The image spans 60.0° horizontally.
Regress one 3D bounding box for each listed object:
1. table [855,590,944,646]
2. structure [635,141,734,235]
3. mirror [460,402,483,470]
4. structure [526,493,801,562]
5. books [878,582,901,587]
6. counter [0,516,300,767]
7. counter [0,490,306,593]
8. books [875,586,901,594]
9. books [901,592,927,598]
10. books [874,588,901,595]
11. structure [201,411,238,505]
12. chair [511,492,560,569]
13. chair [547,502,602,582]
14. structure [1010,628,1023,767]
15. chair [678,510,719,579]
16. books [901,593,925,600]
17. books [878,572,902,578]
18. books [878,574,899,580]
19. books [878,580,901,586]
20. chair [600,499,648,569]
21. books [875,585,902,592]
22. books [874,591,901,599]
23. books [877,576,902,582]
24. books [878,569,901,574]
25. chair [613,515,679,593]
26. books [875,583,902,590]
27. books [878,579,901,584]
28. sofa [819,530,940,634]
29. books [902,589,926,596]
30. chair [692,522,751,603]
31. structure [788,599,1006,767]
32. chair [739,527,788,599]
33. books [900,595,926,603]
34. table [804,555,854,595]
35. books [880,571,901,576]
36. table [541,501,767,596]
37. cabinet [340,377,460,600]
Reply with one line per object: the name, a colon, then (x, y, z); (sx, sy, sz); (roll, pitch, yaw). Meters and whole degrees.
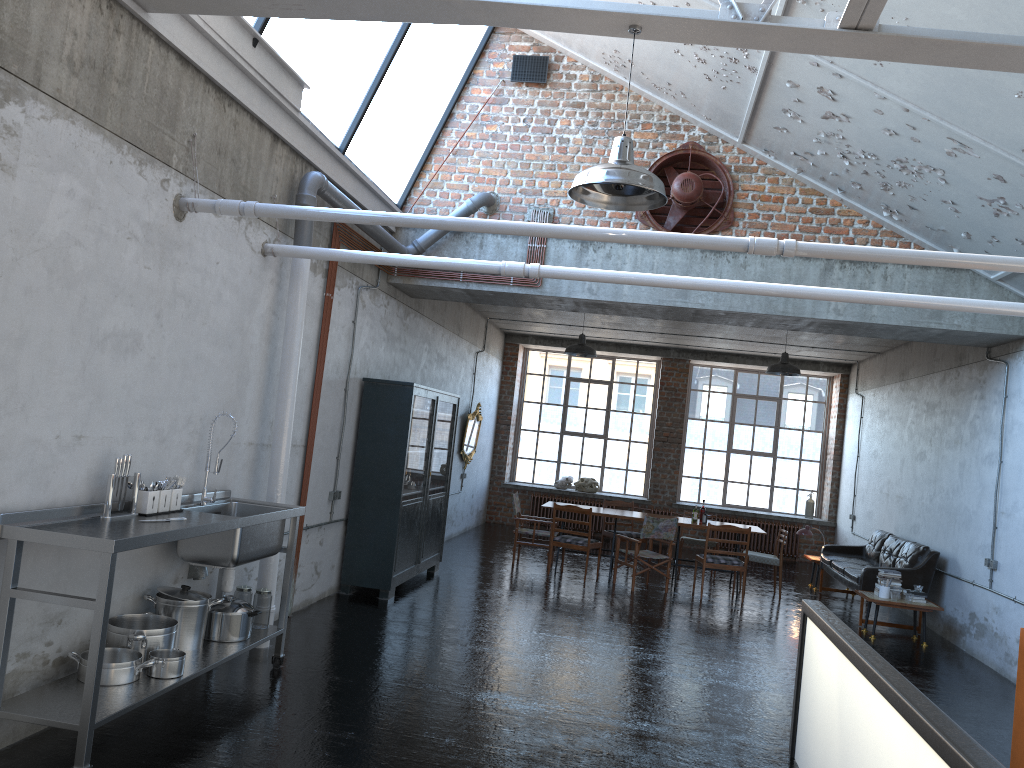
table: (4.437, 2.710, 10.244); (0.811, 0.458, 0.649); (6, -3, 9)
structure: (1.922, -2.114, 9.772); (1.058, 1.096, 0.808); (6, -3, 9)
mirror: (-0.683, 0.903, 15.391); (0.172, 1.182, 1.339); (6, -3, 9)
structure: (2.945, 2.818, 17.466); (5.349, 0.713, 0.232); (6, -3, 9)
books: (4.420, 2.347, 10.384); (0.221, 0.023, 0.147); (6, -3, 8)
counter: (-2.073, 1.395, 5.410); (0.589, 1.160, 2.374); (6, -3, 9)
counter: (-2.045, 1.063, 5.429); (0.625, 0.644, 2.435); (6, -3, 9)
books: (4.395, 2.409, 10.370); (0.249, 0.023, 0.175); (6, -3, 10)
books: (4.660, 2.441, 10.290); (0.243, 0.024, 0.175); (6, -3, 5)
books: (4.392, 2.432, 10.369); (0.249, 0.023, 0.175); (6, -3, 5)
structure: (-2.036, 0.520, 6.186); (0.210, 0.661, 0.039); (6, -3, 9)
chair: (0.315, 2.145, 13.032); (0.713, 1.031, 0.574); (6, -3, 9)
chair: (0.884, 2.178, 12.230); (0.573, 1.028, 0.509); (5, -3, 28)
structure: (3.581, 2.119, 4.073); (1.272, 1.221, 2.942); (6, -3, 9)
chair: (2.914, 2.503, 13.858); (0.589, 0.971, 0.577); (6, -3, 9)
books: (4.645, 2.463, 10.289); (0.166, 0.024, 0.227); (7, -3, -12)
books: (4.431, 2.242, 10.400); (0.209, 0.023, 0.167); (6, -3, 3)
books: (4.413, 2.262, 10.390); (0.231, 0.023, 0.162); (5, -3, 25)
books: (4.422, 2.327, 10.390); (0.224, 0.021, 0.158); (6, -3, 9)
chair: (1.756, 2.361, 13.880); (0.573, 1.028, 0.509); (8, -3, -26)
books: (4.409, 2.392, 10.385); (0.255, 0.014, 0.192); (6, -3, 12)
books: (4.387, 2.464, 10.369); (0.248, 0.043, 0.192); (6, -3, 9)
books: (4.419, 2.284, 10.388); (0.244, 0.019, 0.174); (6, -3, 9)
books: (4.429, 2.199, 10.402); (0.201, 0.024, 0.159); (6, -3, -1)
chair: (1.779, 2.241, 11.836); (0.574, 1.031, 0.713); (7, -3, -21)
books: (4.410, 2.371, 10.387); (0.245, 0.028, 0.193); (6, -3, 4)
books: (4.422, 2.305, 10.385); (0.205, 0.022, 0.155); (6, -3, 4)
sofa: (4.862, 2.543, 11.984); (0.929, 1.045, 2.610); (6, -3, 9)
books: (4.653, 2.414, 10.287); (0.225, 0.029, 0.179); (6, -3, 1)
chair: (2.784, 2.362, 11.810); (0.573, 1.028, 0.509); (6, -3, -1)
structure: (1.499, 1.841, 3.113); (0.119, 1.221, 5.500); (6, -3, 9)
chair: (3.555, 2.501, 12.524); (0.577, 0.971, 0.589); (6, -3, 9)
books: (4.649, 2.492, 10.281); (0.179, 0.034, 0.243); (7, -3, -8)
table: (4.961, 2.953, 13.690); (0.811, 0.458, 0.649); (6, -3, 9)
books: (4.431, 2.220, 10.391); (0.205, 0.020, 0.155); (6, -3, 9)
table: (1.970, 2.369, 12.803); (3.112, 0.917, 1.067); (6, -3, 9)
cabinet: (-1.259, 1.180, 10.533); (0.572, 2.297, 2.386); (6, -3, 9)
